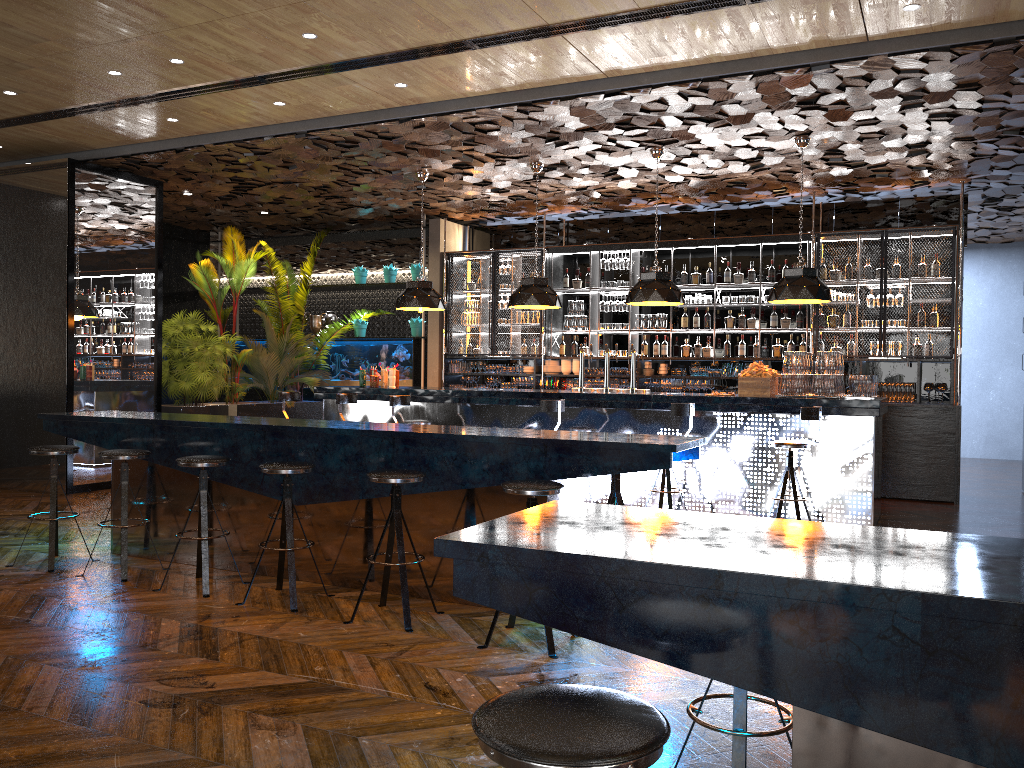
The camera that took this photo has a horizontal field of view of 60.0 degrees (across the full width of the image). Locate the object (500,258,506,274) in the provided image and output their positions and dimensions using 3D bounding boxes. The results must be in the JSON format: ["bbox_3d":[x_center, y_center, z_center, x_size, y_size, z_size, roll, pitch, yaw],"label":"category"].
[{"bbox_3d":[-0.128,-1.685,12.650,0.081,0.213,0.081,1,1,32],"label":"object"}]

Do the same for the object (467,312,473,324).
[{"bbox_3d":[-0.610,-0.954,12.969,0.092,0.182,0.092,1,1,21],"label":"object"}]

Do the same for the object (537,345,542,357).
[{"bbox_3d":[0.391,-0.509,12.503,0.075,0.260,0.075,1,1,-15],"label":"object"}]

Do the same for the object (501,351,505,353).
[{"bbox_3d":[-0.120,-0.429,12.766,0.077,0.080,0.077,1,1,-8],"label":"object"}]

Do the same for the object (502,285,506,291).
[{"bbox_3d":[-0.106,-1.391,12.825,0.077,0.080,0.077,1,1,-8],"label":"object"}]

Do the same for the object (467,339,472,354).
[{"bbox_3d":[-0.620,-0.529,12.961,0.075,0.260,0.075,0,1,-30],"label":"object"}]

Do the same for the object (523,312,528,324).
[{"bbox_3d":[0.196,-0.939,12.638,0.092,0.182,0.092,1,1,21],"label":"object"}]

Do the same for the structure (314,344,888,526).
[{"bbox_3d":[0.690,0.400,9.399,6.009,1.685,1.214,1,1,26],"label":"structure"}]

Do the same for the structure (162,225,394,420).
[{"bbox_3d":[-3.613,-0.648,13.082,1.873,3.561,4.073,1,1,27],"label":"structure"}]

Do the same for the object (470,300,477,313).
[{"bbox_3d":[-0.561,-1.135,12.952,0.092,0.182,0.092,1,1,21],"label":"object"}]

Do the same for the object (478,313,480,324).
[{"bbox_3d":[-0.492,-0.953,13.008,0.092,0.182,0.092,1,1,21],"label":"object"}]

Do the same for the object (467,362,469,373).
[{"bbox_3d":[-0.659,-0.238,12.963,0.058,0.152,0.051,0,1,-38],"label":"object"}]

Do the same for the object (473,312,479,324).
[{"bbox_3d":[-0.524,-0.952,12.916,0.092,0.182,0.092,1,1,21],"label":"object"}]

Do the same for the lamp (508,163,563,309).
[{"bbox_3d":[0.262,-1.623,9.735,0.582,1.564,0.607,1,1,26],"label":"lamp"}]

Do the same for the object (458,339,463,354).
[{"bbox_3d":[-0.758,-0.532,13.059,0.075,0.261,0.075,1,1,-15],"label":"object"}]

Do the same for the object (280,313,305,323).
[{"bbox_3d":[-3.589,-0.980,14.509,0.250,0.472,0.458,0,1,-37],"label":"object"}]

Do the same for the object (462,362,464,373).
[{"bbox_3d":[-0.718,-0.238,12.858,0.058,0.152,0.051,1,1,30],"label":"object"}]

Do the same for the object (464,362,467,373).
[{"bbox_3d":[-0.688,-0.238,12.911,0.058,0.152,0.051,1,1,-13],"label":"object"}]

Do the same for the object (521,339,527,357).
[{"bbox_3d":[0.173,-0.513,12.607,0.075,0.261,0.075,1,1,-15],"label":"object"}]

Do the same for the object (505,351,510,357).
[{"bbox_3d":[-0.061,-0.427,12.677,0.077,0.080,0.077,1,1,14],"label":"object"}]

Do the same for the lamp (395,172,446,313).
[{"bbox_3d":[-1.047,-1.622,10.230,0.582,1.606,0.607,1,1,26],"label":"lamp"}]

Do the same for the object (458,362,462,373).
[{"bbox_3d":[-0.748,-0.237,12.807,0.051,0.152,0.058,1,1,31],"label":"object"}]

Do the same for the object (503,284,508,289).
[{"bbox_3d":[-0.098,-1.388,12.654,0.077,0.080,0.077,0,1,-28],"label":"object"}]

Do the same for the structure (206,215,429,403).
[{"bbox_3d":[-2.998,-0.740,14.131,4.269,3.734,0.705,1,1,26],"label":"structure"}]

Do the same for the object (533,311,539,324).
[{"bbox_3d":[0.339,-0.934,12.460,0.092,0.182,0.092,1,1,21],"label":"object"}]

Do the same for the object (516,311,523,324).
[{"bbox_3d":[0.103,-0.939,12.572,0.092,0.182,0.092,1,1,21],"label":"object"}]

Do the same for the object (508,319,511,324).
[{"bbox_3d":[-0.018,-0.892,12.768,0.077,0.080,0.077,1,1,22],"label":"object"}]

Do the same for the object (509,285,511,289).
[{"bbox_3d":[-0.003,-1.389,12.787,0.077,0.080,0.077,0,1,-28],"label":"object"}]

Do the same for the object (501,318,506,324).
[{"bbox_3d":[-0.123,-0.892,12.644,0.077,0.080,0.077,1,1,22],"label":"object"}]

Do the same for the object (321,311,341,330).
[{"bbox_3d":[-2.875,-1.009,14.063,0.290,0.292,0.278,0,1,-27],"label":"object"}]

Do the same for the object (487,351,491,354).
[{"bbox_3d":[-0.316,-0.432,12.779,0.077,0.080,0.077,0,1,-25],"label":"object"}]

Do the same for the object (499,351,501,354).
[{"bbox_3d":[-0.190,-0.431,12.883,0.077,0.080,0.077,0,1,-25],"label":"object"}]

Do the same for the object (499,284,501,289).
[{"bbox_3d":[-0.191,-1.391,12.748,0.077,0.080,0.077,0,1,-28],"label":"object"}]

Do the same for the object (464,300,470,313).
[{"bbox_3d":[-0.656,-1.137,12.989,0.092,0.182,0.092,1,1,21],"label":"object"}]

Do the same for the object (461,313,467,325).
[{"bbox_3d":[-0.704,-0.956,13.014,0.092,0.182,0.092,1,1,21],"label":"object"}]

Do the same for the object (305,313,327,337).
[{"bbox_3d":[-3.157,-0.938,14.302,0.232,0.398,0.378,0,1,-34],"label":"object"}]

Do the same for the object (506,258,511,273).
[{"bbox_3d":[-0.047,-1.684,12.610,0.081,0.213,0.081,1,1,32],"label":"object"}]

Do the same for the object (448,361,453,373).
[{"bbox_3d":[-0.890,-0.252,12.884,0.067,0.174,0.067,1,1,34],"label":"object"}]

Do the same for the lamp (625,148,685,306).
[{"bbox_3d":[1.466,-1.596,9.021,0.582,1.564,0.607,1,1,26],"label":"lamp"}]

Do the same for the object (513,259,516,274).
[{"bbox_3d":[0.016,-1.685,12.740,0.081,0.213,0.081,1,1,32],"label":"object"}]

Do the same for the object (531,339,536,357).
[{"bbox_3d":[0.307,-0.511,12.567,0.075,0.260,0.075,1,1,-15],"label":"object"}]

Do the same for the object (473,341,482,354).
[{"bbox_3d":[-0.492,-0.517,12.911,0.108,0.244,0.108,1,1,40],"label":"object"}]

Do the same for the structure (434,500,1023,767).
[{"bbox_3d":[1.082,0.857,1.713,2.476,0.998,0.673,1,1,26],"label":"structure"}]

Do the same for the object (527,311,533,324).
[{"bbox_3d":[0.263,-0.936,12.520,0.092,0.182,0.092,1,1,21],"label":"object"}]

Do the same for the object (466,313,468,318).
[{"bbox_3d":[-0.668,-0.957,13.110,0.092,0.182,0.092,1,1,21],"label":"object"}]

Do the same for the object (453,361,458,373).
[{"bbox_3d":[-0.813,-0.250,12.859,0.067,0.174,0.067,0,1,-25],"label":"object"}]

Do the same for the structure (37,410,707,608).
[{"bbox_3d":[-1.236,0.766,5.957,4.941,0.998,0.673,1,1,26],"label":"structure"}]

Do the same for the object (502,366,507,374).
[{"bbox_3d":[-0.107,-0.197,12.490,0.078,0.103,0.078,0,1,-21],"label":"object"}]

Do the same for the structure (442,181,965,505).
[{"bbox_3d":[2.051,-0.544,11.485,6.750,3.553,1.143,1,1,26],"label":"structure"}]

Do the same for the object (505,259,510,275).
[{"bbox_3d":[-0.065,-1.686,12.779,0.081,0.213,0.081,1,1,32],"label":"object"}]

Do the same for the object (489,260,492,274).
[{"bbox_3d":[-0.292,-1.689,12.729,0.081,0.213,0.081,1,1,32],"label":"object"}]

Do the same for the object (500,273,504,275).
[{"bbox_3d":[-0.143,-1.688,12.817,0.081,0.213,0.081,1,1,32],"label":"object"}]

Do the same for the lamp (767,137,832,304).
[{"bbox_3d":[2.774,-1.571,8.521,0.582,1.564,0.607,1,1,26],"label":"lamp"}]

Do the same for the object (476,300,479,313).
[{"bbox_3d":[-0.530,-1.136,13.025,0.092,0.182,0.092,1,1,21],"label":"object"}]

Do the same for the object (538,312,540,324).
[{"bbox_3d":[0.390,-0.935,12.541,0.092,0.182,0.092,1,1,21],"label":"object"}]
